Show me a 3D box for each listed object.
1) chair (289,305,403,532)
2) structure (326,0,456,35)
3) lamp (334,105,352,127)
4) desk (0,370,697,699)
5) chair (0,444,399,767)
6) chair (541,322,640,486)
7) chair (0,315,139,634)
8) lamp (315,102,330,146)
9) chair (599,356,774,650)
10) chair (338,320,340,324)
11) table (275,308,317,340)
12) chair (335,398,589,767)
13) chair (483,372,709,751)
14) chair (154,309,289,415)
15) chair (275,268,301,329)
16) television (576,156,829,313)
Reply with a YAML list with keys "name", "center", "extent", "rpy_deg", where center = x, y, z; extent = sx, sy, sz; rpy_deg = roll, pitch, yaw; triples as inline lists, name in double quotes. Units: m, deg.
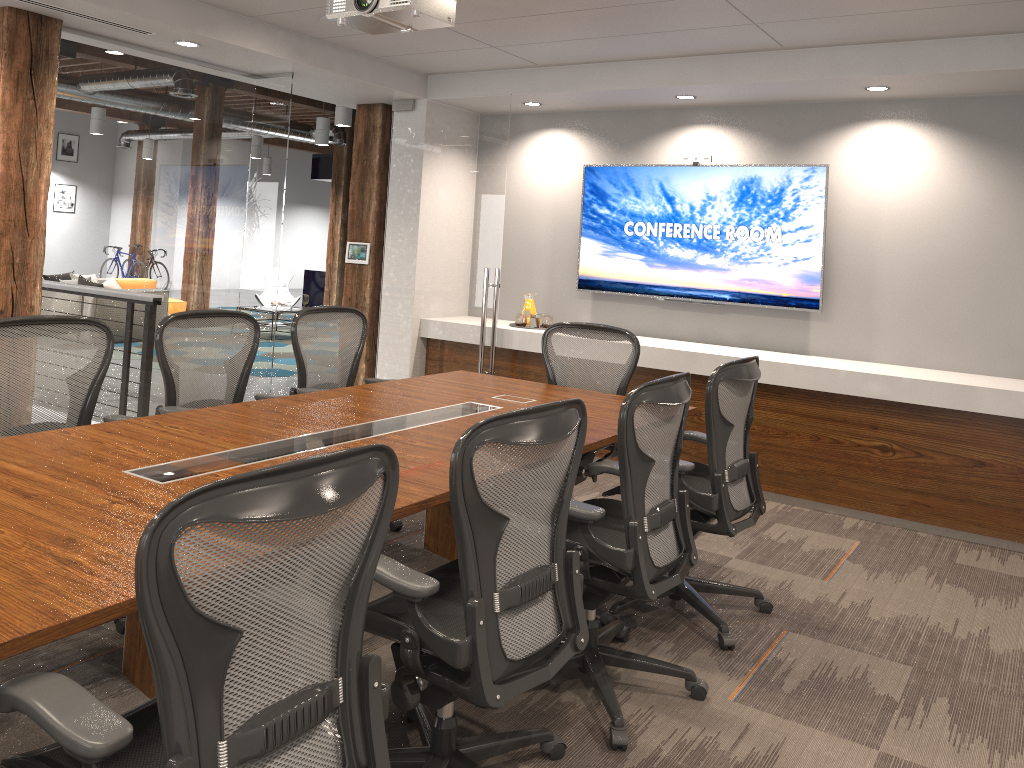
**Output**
- name: "chair"
  center: [-0.825, 0.150, 4.668]
  extent: [0.767, 1.091, 0.798]
  rpy_deg: [5, 2, 38]
- name: "structure"
  center: [-0.507, -1.739, 3.682]
  extent: [0.463, 0.456, 0.317]
  rpy_deg: [6, 3, 32]
- name: "lamp"
  center: [-2.002, -4.073, 10.637]
  extent: [0.204, 1.864, 0.204]
  rpy_deg: [2, -2, 32]
- name: "desk"
  center: [-1.346, 0.695, 2.027]
  extent: [1.414, 0.751, 6.052]
  rpy_deg: [8, 10, 32]
- name: "chair"
  center: [-0.630, 0.632, 1.671]
  extent: [0.766, 1.091, 0.799]
  rpy_deg: [5, 2, 34]
- name: "chair"
  center: [0.311, 0.243, 4.513]
  extent: [0.773, 1.091, 0.792]
  rpy_deg: [4, 2, 16]
- name: "chair"
  center: [-1.682, 0.310, 3.316]
  extent: [0.765, 1.091, 0.801]
  rpy_deg: [4, 2, 25]
- name: "lamp"
  center: [-2.779, -4.492, 13.005]
  extent: [0.204, 1.864, 0.204]
  rpy_deg: [2, -2, 32]
- name: "chair"
  center: [0.685, 0.394, 3.696]
  extent: [0.766, 1.091, 0.799]
  rpy_deg: [5, 2, 34]
- name: "chair"
  center: [-2.020, -1.000, 12.080]
  extent: [0.786, 0.922, 0.680]
  rpy_deg: [3, 2, -20]
- name: "table"
  center: [-3.350, -0.876, 12.311]
  extent: [0.849, 0.386, 0.850]
  rpy_deg: [8, 8, 32]
- name: "chair"
  center: [-0.169, 0.562, 2.298]
  extent: [0.795, 1.091, 0.770]
  rpy_deg: [4, 2, 18]
- name: "chair"
  center: [0.260, 0.474, 3.023]
  extent: [0.767, 1.091, 0.798]
  rpy_deg: [5, 2, 43]
- name: "chair"
  center: [-1.278, 0.220, 4.045]
  extent: [0.795, 1.091, 0.770]
  rpy_deg: [4, 2, 16]
- name: "chair"
  center: [-3.707, -1.341, 13.600]
  extent: [0.673, 0.921, 0.796]
  rpy_deg: [2, 3, -30]
- name: "television"
  center: [1.364, -1.159, 6.514]
  extent: [1.924, 1.107, 0.064]
  rpy_deg: [7, 0, 32]
